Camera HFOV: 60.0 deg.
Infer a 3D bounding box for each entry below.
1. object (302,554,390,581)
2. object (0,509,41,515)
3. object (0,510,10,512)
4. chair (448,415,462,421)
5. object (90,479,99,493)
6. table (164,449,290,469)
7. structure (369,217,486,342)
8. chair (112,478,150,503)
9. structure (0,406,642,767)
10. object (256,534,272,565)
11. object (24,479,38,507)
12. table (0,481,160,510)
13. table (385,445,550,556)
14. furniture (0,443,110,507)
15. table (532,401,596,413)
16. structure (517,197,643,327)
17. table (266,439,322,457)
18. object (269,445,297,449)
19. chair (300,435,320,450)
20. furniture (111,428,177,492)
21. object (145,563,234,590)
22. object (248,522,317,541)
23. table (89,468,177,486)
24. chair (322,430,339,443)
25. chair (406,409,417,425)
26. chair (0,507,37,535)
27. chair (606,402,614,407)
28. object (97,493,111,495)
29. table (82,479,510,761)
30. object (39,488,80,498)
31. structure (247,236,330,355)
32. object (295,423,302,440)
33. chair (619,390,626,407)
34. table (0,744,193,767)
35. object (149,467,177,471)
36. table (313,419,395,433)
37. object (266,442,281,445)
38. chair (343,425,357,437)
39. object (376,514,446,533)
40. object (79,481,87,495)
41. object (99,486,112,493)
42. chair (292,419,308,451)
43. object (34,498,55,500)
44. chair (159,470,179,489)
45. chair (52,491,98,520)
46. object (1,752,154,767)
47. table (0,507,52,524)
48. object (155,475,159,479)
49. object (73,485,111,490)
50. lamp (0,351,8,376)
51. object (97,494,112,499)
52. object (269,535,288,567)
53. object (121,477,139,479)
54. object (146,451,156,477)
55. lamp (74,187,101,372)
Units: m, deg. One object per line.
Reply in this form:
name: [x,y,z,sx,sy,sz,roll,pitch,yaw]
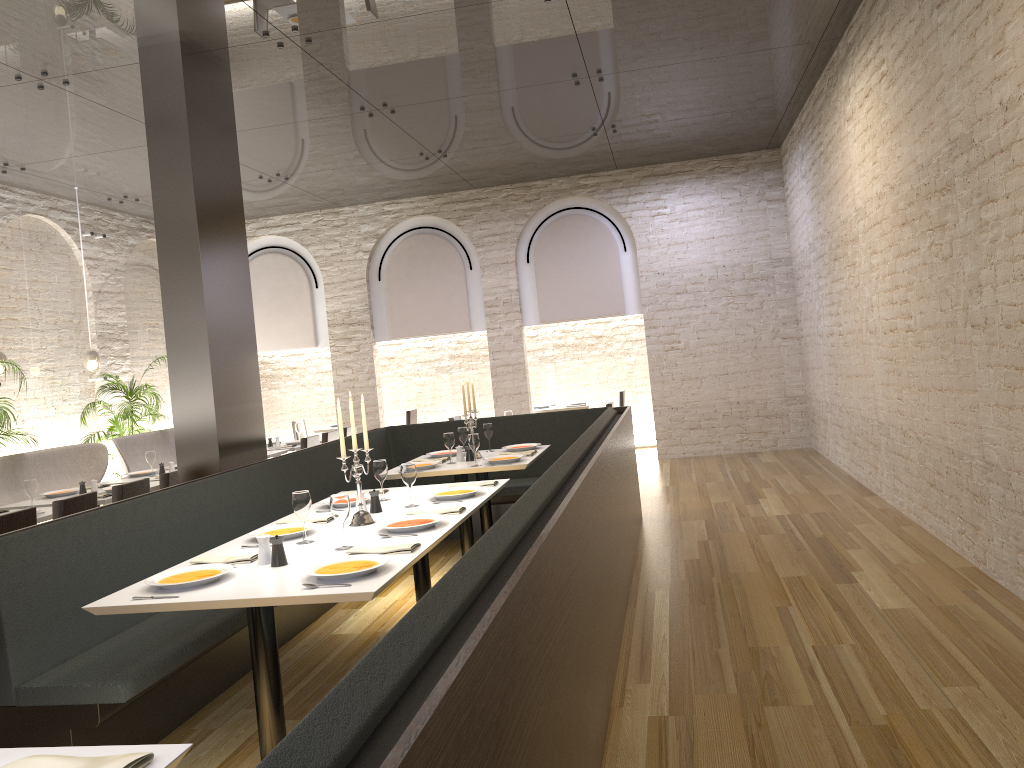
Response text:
object: [-0.611,0.685,3.280,0.322,0.036,0.321,-6,2,-14]
object: [-3.323,0.887,5.917,0.322,0.036,0.321,-6,2,-12]
object: [-3.770,0.927,6.346,0.272,0.033,0.143,-5,1,10]
chair: [-0.382,0.806,10.177,0.565,0.906,0.412,-6,0,10]
object: [-3.343,0.818,7.090,0.059,0.109,0.059,-6,0,2]
table: [-2.947,1.157,9.300,0.935,0.760,1.011,-6,1,10]
structure: [-1.207,-1.495,12.340,1.632,1.676,0.098,-6,-1,10]
chair: [-2.854,1.156,6.242,0.565,0.906,0.412,-6,0,10]
structure: [-1.005,1.015,2.751,2.370,1.001,10.755,-5,1,10]
object: [-1.008,0.674,3.612,0.068,0.127,0.069,-6,0,33]
object: [-3.355,0.783,6.188,0.086,0.231,0.086,-5,-1,-38]
table: [-3.337,1.254,7.113,0.935,0.760,1.011,-6,1,10]
table: [-0.286,0.957,6.819,1.099,0.760,1.189,-6,1,10]
furniture: [-4.226,1.190,6.507,0.708,1.097,4.479,-6,1,10]
table: [0.730,0.700,12.718,0.935,0.760,1.011,-6,1,10]
structure: [0.869,-1.692,11.969,1.632,1.676,0.098,-6,-1,10]
table: [-2.746,1.108,10.423,0.935,0.760,1.011,-6,1,10]
object: [-2.590,0.712,10.026,0.272,0.033,0.143,-5,1,10]
chair: [-2.304,1.020,9.318,0.565,0.906,0.412,-6,0,10]
furniture: [-3.579,1.030,10.127,0.706,1.098,2.586,-6,1,10]
object: [-1.232,0.744,3.393,0.321,0.036,0.322,-5,1,8]
object: [-1.087,0.708,4.207,0.321,0.036,0.322,-5,2,30]
table: [-3.141,1.205,8.214,0.935,0.760,1.011,-6,1,10]
chair: [-2.206,0.996,9.870,0.565,0.906,0.412,-6,0,10]
chair: [-1.676,0.857,13.142,0.565,0.906,0.412,-6,0,10]
chair: [-3.057,1.206,5.104,0.565,0.906,0.412,-6,0,10]
chair: [0.902,0.683,9.947,0.565,0.906,0.412,-6,0,10]
object: [-3.153,0.852,6.890,0.181,0.015,0.038,-5,1,12]
table: [-0.736,1.068,4.302,1.099,0.760,2.540,-6,1,10]
object: [-3.643,0.886,7.166,0.322,0.036,0.321,-6,2,-12]
structure: [-3.421,-1.284,12.736,1.632,1.676,0.098,-6,-1,10]
object: [-2.558,0.586,10.649,0.086,0.231,0.086,-6,-1,40]
chair: [1.376,0.566,12.597,0.565,0.906,0.412,-6,0,10]
table: [-1.383,1.228,0.675,1.099,0.760,2.540,-6,1,10]
object: [-3.368,0.828,8.600,0.272,0.033,0.143,-5,1,10]
table: [-2.308,0.989,13.261,0.935,0.760,1.011,-6,1,10]
object: [-2.974,0.730,10.809,0.272,0.033,0.143,-5,1,10]
chair: [-2.104,0.971,10.439,0.565,0.906,0.412,-6,0,10]
object: [-0.465,0.649,4.094,0.321,0.036,0.322,-5,2,30]
object: [-3.420,0.827,7.057,0.059,0.109,0.059,-6,0,2]
object: [-3.117,0.836,7.070,0.322,0.036,0.321,-6,2,-12]
chair: [-2.961,0.979,13.372,0.565,0.906,0.412,-6,0,10]
object: [-3.679,0.904,6.986,0.185,0.010,0.017,-5,1,10]
chair: [-2.754,1.131,6.802,0.565,0.906,0.412,-6,0,10]
chair: [-2.958,1.182,5.659,0.565,0.906,0.412,-6,0,10]
object: [-0.861,0.752,1.724,0.272,0.033,0.143,-5,1,10]
table: [-3.543,1.305,5.960,0.935,0.760,1.011,-6,1,10]
object: [-2.984,0.810,7.817,0.272,0.033,0.143,-5,1,10]
object: [-3.565,0.876,7.499,0.272,0.033,0.143,-5,1,10]
lamp: [-4.945,-1.089,8.385,0.178,2.042,0.177,-6,-1,-11]
object: [-3.181,0.859,6.716,0.272,0.033,0.143,-5,1,10]
object: [-0.937,0.668,3.549,0.068,0.127,0.069,-6,0,42]
object: [-3.482,0.856,8.087,0.185,0.010,0.017,-5,1,10]
object: [-3.279,0.726,8.057,0.086,0.231,0.086,-6,-1,40]
lamp: [-4.701,-1.149,9.751,0.178,2.042,0.177,-6,-1,-11]
